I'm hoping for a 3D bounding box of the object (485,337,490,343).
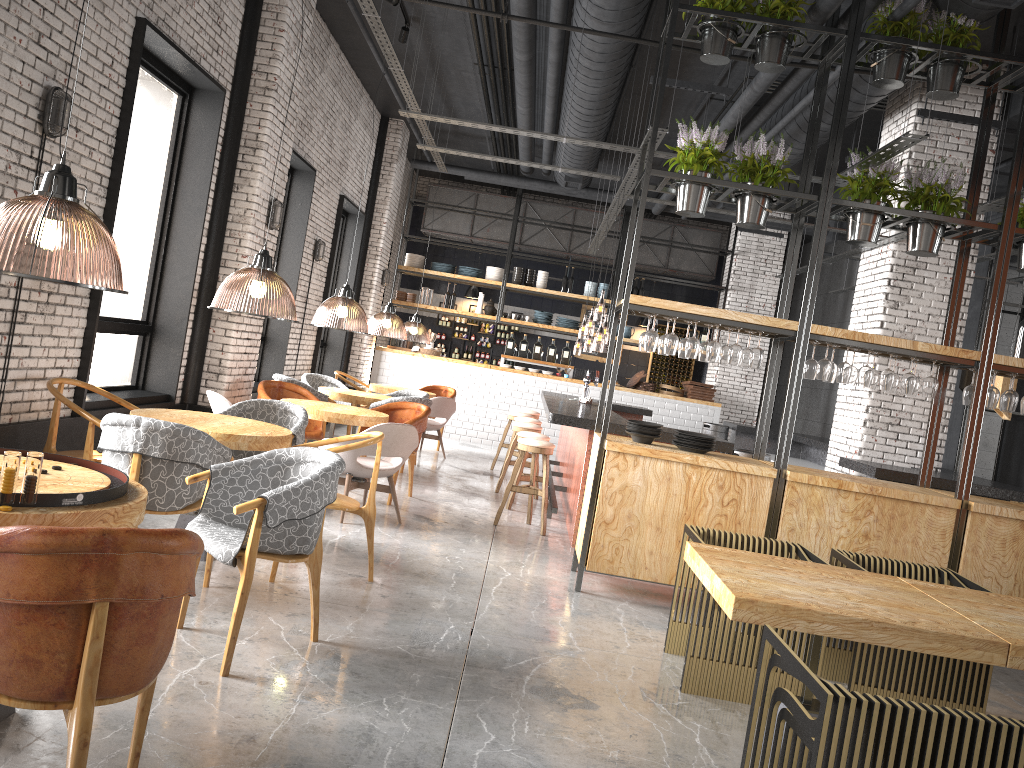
[{"bbox_3d":[-0.517,-0.920,18.515,0.089,0.101,0.111,9,1,-33],"label":"object"}]

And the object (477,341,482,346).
[{"bbox_3d":[-0.686,-0.850,18.509,0.118,0.111,0.085,9,1,-30],"label":"object"}]

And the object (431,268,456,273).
[{"bbox_3d":[-1.211,-1.970,15.531,0.454,0.043,0.454,10,2,4],"label":"object"}]

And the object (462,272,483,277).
[{"bbox_3d":[-0.726,-1.913,15.520,0.453,0.042,0.455,8,2,-38],"label":"object"}]

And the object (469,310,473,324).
[{"bbox_3d":[-0.842,-1.398,18.511,0.079,0.281,0.079,10,1,5],"label":"object"}]

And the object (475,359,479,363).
[{"bbox_3d":[-0.732,-0.474,18.507,0.092,0.112,0.100,9,1,-13],"label":"object"}]

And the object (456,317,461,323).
[{"bbox_3d":[-1.113,-1.357,18.499,0.079,0.156,0.079,10,1,31],"label":"object"}]

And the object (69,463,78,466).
[{"bbox_3d":[-1.616,0.299,3.266,0.032,0.010,0.032,8,2,-38],"label":"object"}]

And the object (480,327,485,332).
[{"bbox_3d":[-0.614,-1.134,18.503,0.088,0.108,0.107,9,1,-38],"label":"object"}]

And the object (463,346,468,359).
[{"bbox_3d":[-0.960,-0.667,18.515,0.079,0.281,0.079,10,1,10],"label":"object"}]

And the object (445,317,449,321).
[{"bbox_3d":[-1.352,-1.357,18.503,0.071,0.083,0.071,10,1,26],"label":"object"}]

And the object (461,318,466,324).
[{"bbox_3d":[-1.006,-1.339,18.496,0.079,0.156,0.079,9,1,-14],"label":"object"}]

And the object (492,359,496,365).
[{"bbox_3d":[-0.367,-0.458,18.487,0.076,0.111,0.076,9,1,-34],"label":"object"}]

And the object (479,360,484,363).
[{"bbox_3d":[-0.638,-0.456,18.507,0.092,0.108,0.105,10,1,12],"label":"object"}]

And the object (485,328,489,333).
[{"bbox_3d":[-0.517,-1.120,18.500,0.092,0.112,0.100,9,1,-13],"label":"object"}]

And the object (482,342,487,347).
[{"bbox_3d":[-0.575,-0.827,18.517,0.089,0.101,0.111,9,1,-33],"label":"object"}]

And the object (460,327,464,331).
[{"bbox_3d":[-1.043,-1.148,18.497,0.070,0.083,0.071,9,1,-9],"label":"object"}]

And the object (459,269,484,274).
[{"bbox_3d":[-0.717,-1.958,15.520,0.453,0.037,0.455,8,2,-44],"label":"object"}]

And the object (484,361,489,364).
[{"bbox_3d":[-0.532,-0.439,18.504,0.088,0.108,0.107,9,1,-38],"label":"object"}]

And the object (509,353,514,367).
[{"bbox_3d":[0.003,-0.505,18.497,0.079,0.281,0.079,10,1,5],"label":"object"}]

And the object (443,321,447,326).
[{"bbox_3d":[-1.403,-1.268,18.505,0.076,0.111,0.076,10,1,21],"label":"object"}]

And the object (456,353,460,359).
[{"bbox_3d":[-1.133,-0.586,18.505,0.076,0.111,0.076,10,1,6],"label":"object"}]

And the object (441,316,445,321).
[{"bbox_3d":[-1.433,-1.371,18.505,0.070,0.083,0.071,9,1,-9],"label":"object"}]

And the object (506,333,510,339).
[{"bbox_3d":[-0.090,-1.003,18.478,0.076,0.111,0.076,9,1,-34],"label":"object"}]

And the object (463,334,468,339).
[{"bbox_3d":[-0.968,-1.001,18.512,0.092,0.108,0.105,10,1,12],"label":"object"}]

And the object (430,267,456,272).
[{"bbox_3d":[-1.208,-1.993,15.530,0.454,0.044,0.454,9,2,-4],"label":"object"}]

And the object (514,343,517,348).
[{"bbox_3d":[0.054,-0.806,18.489,0.088,0.108,0.107,9,1,-38],"label":"object"}]

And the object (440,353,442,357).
[{"bbox_3d":[-1.505,-0.598,18.538,0.089,0.101,0.111,9,1,-37],"label":"object"}]

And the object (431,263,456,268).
[{"bbox_3d":[-1.196,-2.063,15.530,0.454,0.047,0.454,9,2,-2],"label":"object"}]

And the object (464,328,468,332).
[{"bbox_3d":[-0.958,-1.134,18.496,0.070,0.083,0.071,9,1,-9],"label":"object"}]

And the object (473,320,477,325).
[{"bbox_3d":[-0.750,-1.382,18.509,0.079,0.281,0.079,9,1,-20],"label":"object"}]

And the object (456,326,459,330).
[{"bbox_3d":[-1.135,-1.164,18.499,0.071,0.083,0.071,10,1,26],"label":"object"}]

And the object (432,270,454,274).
[{"bbox_3d":[-1.215,-1.946,15.531,0.454,0.033,0.454,10,2,9],"label":"object"}]

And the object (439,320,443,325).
[{"bbox_3d":[-1.485,-1.281,18.507,0.076,0.111,0.076,10,1,11],"label":"object"}]

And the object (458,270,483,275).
[{"bbox_3d":[-0.721,-1.935,15.520,0.454,0.038,0.454,10,2,2],"label":"object"}]

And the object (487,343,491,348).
[{"bbox_3d":[-0.474,-0.815,18.505,0.092,0.112,0.100,9,1,-13],"label":"object"}]

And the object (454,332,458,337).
[{"bbox_3d":[-1.162,-1.035,18.514,0.092,0.112,0.100,9,1,-13],"label":"object"}]

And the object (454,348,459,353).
[{"bbox_3d":[-1.156,-0.702,18.506,0.076,0.111,0.076,9,1,-4],"label":"object"}]

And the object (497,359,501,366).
[{"bbox_3d":[-0.253,-0.453,18.506,0.100,0.139,0.088,9,1,2],"label":"object"}]

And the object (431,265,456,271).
[{"bbox_3d":[-1.203,-2.016,15.531,0.453,0.038,0.455,9,2,-22],"label":"object"}]

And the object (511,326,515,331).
[{"bbox_3d":[0.031,-1.252,18.493,0.079,0.281,0.079,9,1,-25],"label":"object"}]

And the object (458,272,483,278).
[{"bbox_3d":[-0.728,-1.889,15.521,0.453,0.045,0.455,9,2,-24],"label":"object"}]

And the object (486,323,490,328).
[{"bbox_3d":[-0.497,-1.218,18.500,0.088,0.108,0.107,9,1,-38],"label":"object"}]

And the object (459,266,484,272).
[{"bbox_3d":[-0.709,-2.005,15.519,0.454,0.039,0.453,10,2,21],"label":"object"}]

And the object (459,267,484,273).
[{"bbox_3d":[-0.713,-1.983,15.518,0.453,0.050,0.454,9,2,-23],"label":"object"}]

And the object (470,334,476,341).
[{"bbox_3d":[-0.813,-0.968,18.516,0.100,0.139,0.088,9,1,2],"label":"object"}]

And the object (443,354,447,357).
[{"bbox_3d":[-1.406,-0.582,18.536,0.089,0.101,0.111,9,1,-33],"label":"object"}]

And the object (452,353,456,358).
[{"bbox_3d":[-1.213,-0.599,18.505,0.076,0.111,0.076,9,1,-24],"label":"object"}]

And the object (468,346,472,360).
[{"bbox_3d":[-0.867,-0.651,18.514,0.079,0.281,0.079,9,1,-30],"label":"object"}]

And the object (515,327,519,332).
[{"bbox_3d":[0.124,-1.236,18.491,0.079,0.281,0.079,9,1,-5],"label":"object"}]

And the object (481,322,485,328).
[{"bbox_3d":[-0.601,-1.237,18.501,0.092,0.112,0.100,9,1,-13],"label":"object"}]

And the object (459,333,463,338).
[{"bbox_3d":[-1.058,-1.016,18.513,0.088,0.108,0.107,9,1,-38],"label":"object"}]

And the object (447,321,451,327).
[{"bbox_3d":[-1.322,-1.254,18.505,0.076,0.111,0.076,9,1,-4],"label":"object"}]

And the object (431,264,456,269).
[{"bbox_3d":[-1.199,-2.040,15.529,0.454,0.043,0.454,10,2,7],"label":"object"}]

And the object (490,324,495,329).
[{"bbox_3d":[-0.407,-1.202,18.498,0.092,0.108,0.105,10,1,12],"label":"object"}]

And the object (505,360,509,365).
[{"bbox_3d":[-0.086,-0.520,18.496,0.079,0.281,0.079,10,1,20],"label":"object"}]

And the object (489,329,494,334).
[{"bbox_3d":[-0.424,-1.103,18.500,0.092,0.108,0.105,10,1,12],"label":"object"}]

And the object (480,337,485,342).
[{"bbox_3d":[-0.614,-0.936,18.517,0.089,0.101,0.111,9,1,-33],"label":"object"}]
